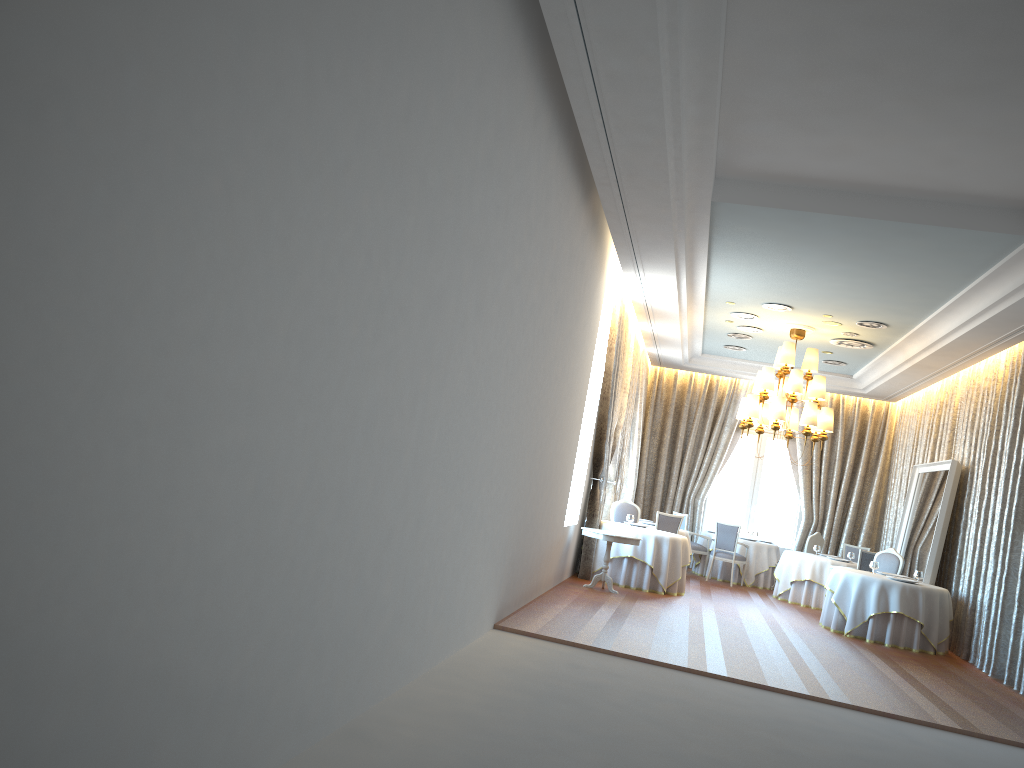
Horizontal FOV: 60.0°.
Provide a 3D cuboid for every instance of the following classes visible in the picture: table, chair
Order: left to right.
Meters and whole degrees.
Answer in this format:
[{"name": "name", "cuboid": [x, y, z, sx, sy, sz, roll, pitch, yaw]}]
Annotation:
[{"name": "table", "cuboid": [1.274, 2.402, 11.925, 0.761, 0.801, 0.760, 14, -7, -38]}, {"name": "chair", "cuboid": [1.858, 2.468, 14.234, 0.563, 1.233, 0.690, 12, -5, -12]}, {"name": "table", "cuboid": [1.854, 2.612, 13.382, 1.663, 0.890, 1.667, 10, -5, 1]}, {"name": "table", "cuboid": [2.378, 2.948, 15.947, 1.667, 0.890, 1.663, 10, -5, 6]}, {"name": "chair", "cuboid": [2.453, 2.694, 14.868, 0.650, 1.108, 0.629, 12, -5, -12]}, {"name": "chair", "cuboid": [3.411, 3.082, 17.135, 0.629, 1.108, 0.650, 13, -6, -22]}, {"name": "chair", "cuboid": [3.948, 3.100, 16.268, 0.650, 1.108, 0.629, 8, -6, 27]}, {"name": "table", "cuboid": [4.398, 3.448, 17.334, 1.667, 0.890, 1.663, 7, -6, 31]}, {"name": "chair", "cuboid": [5.383, 3.343, 16.669, 0.563, 1.233, 0.690, 14, -7, -37]}, {"name": "table", "cuboid": [5.383, 3.435, 15.257, 1.663, 0.890, 1.667, 8, -6, 26]}, {"name": "chair", "cuboid": [6.212, 3.518, 16.302, 0.650, 1.108, 0.629, 7, -6, 32]}, {"name": "chair", "cuboid": [5.519, 3.202, 14.267, 0.650, 1.108, 0.629, 12, -5, -17]}, {"name": "chair", "cuboid": [5.317, 2.999, 13.112, 0.690, 1.233, 0.563, 13, -6, -27]}, {"name": "table", "cuboid": [5.146, 3.106, 12.195, 1.663, 0.890, 1.667, 10, -5, 1]}]

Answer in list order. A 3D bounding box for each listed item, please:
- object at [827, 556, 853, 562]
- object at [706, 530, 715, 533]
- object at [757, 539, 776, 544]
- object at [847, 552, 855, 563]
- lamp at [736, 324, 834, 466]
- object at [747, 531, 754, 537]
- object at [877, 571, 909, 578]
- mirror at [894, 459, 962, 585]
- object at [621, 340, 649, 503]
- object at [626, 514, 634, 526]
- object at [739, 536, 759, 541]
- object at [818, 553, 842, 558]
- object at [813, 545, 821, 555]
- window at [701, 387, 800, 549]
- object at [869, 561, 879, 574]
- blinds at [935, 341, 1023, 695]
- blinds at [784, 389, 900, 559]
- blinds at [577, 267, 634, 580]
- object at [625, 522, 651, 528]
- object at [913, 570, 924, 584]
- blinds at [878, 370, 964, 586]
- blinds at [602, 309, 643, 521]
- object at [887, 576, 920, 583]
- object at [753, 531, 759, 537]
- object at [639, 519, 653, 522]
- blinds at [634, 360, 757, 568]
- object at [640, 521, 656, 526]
[{"name": "object", "cuboid": [5.506, 2.951, 14.903, 0.419, 0.036, 0.419, 9, -5, 11]}, {"name": "object", "cuboid": [3.978, 2.898, 17.341, 0.419, 0.036, 0.419, 9, -5, 11]}, {"name": "object", "cuboid": [4.949, 3.074, 17.313, 0.419, 0.036, 0.419, 9, -5, 11]}, {"name": "object", "cuboid": [5.774, 2.955, 15.113, 0.128, 0.165, 0.128, 9, -5, 13]}, {"name": "lamp", "cuboid": [4.268, 0.153, 13.702, 1.373, 2.121, 1.373, 15, -7, -40]}, {"name": "object", "cuboid": [4.633, 2.943, 17.234, 0.128, 0.165, 0.128, 9, -5, 13]}, {"name": "object", "cuboid": [5.416, 2.723, 12.625, 0.419, 0.036, 0.419, 9, -5, 11]}, {"name": "mirror", "cuboid": [6.208, 2.463, 13.573, 0.385, 2.564, 2.251, 9, -5, 13]}, {"name": "object", "cuboid": [2.476, 1.161, 17.874, 0.386, 4.901, 2.121, 9, -5, 12]}, {"name": "object", "cuboid": [1.804, 2.081, 13.561, 0.128, 0.165, 0.128, 11, -5, -5]}, {"name": "object", "cuboid": [4.508, 2.957, 16.926, 0.419, 0.036, 0.419, 9, -5, 11]}, {"name": "object", "cuboid": [5.630, 3.049, 15.708, 0.419, 0.036, 0.419, 9, -5, 11]}, {"name": "object", "cuboid": [5.362, 2.925, 15.600, 0.128, 0.165, 0.128, 9, -5, 13]}, {"name": "window", "cuboid": [5.211, 1.664, 18.758, 1.881, 3.306, 0.196, 9, -5, 13]}, {"name": "object", "cuboid": [5.113, 2.593, 12.529, 0.128, 0.165, 0.128, 6, -7, 42]}, {"name": "blinds", "cuboid": [6.276, 1.200, 11.493, 0.238, 4.819, 4.439, 9, -5, 13]}, {"name": "blinds", "cuboid": [6.466, 1.864, 18.051, 2.476, 4.901, 0.386, 9, -5, 12]}, {"name": "blinds", "cuboid": [1.490, 0.513, 13.378, 0.315, 4.930, 2.204, 9, -5, 12]}, {"name": "object", "cuboid": [1.951, 2.199, 13.837, 0.419, 0.036, 0.419, 9, -5, 11]}, {"name": "object", "cuboid": [5.487, 2.609, 11.970, 0.128, 0.165, 0.128, 9, -5, 13]}, {"name": "blinds", "cuboid": [7.134, 1.754, 15.744, 0.238, 4.819, 4.439, 9, -5, 13]}, {"name": "blinds", "cuboid": [1.995, 0.829, 15.764, 0.335, 4.969, 2.257, 9, -5, 13]}, {"name": "object", "cuboid": [5.196, 2.604, 11.789, 0.419, 0.036, 0.419, 9, -5, 11]}, {"name": "object", "cuboid": [4.831, 3.016, 17.623, 0.128, 0.165, 0.128, 9, -5, 13]}, {"name": "object", "cuboid": [2.414, 2.528, 16.453, 0.419, 0.036, 0.419, 9, -5, 11]}, {"name": "blinds", "cuboid": [3.696, 1.413, 18.674, 2.535, 4.901, 0.386, 9, -5, 13]}, {"name": "object", "cuboid": [2.431, 2.445, 15.524, 0.419, 0.036, 0.419, 9, -5, 11]}]
